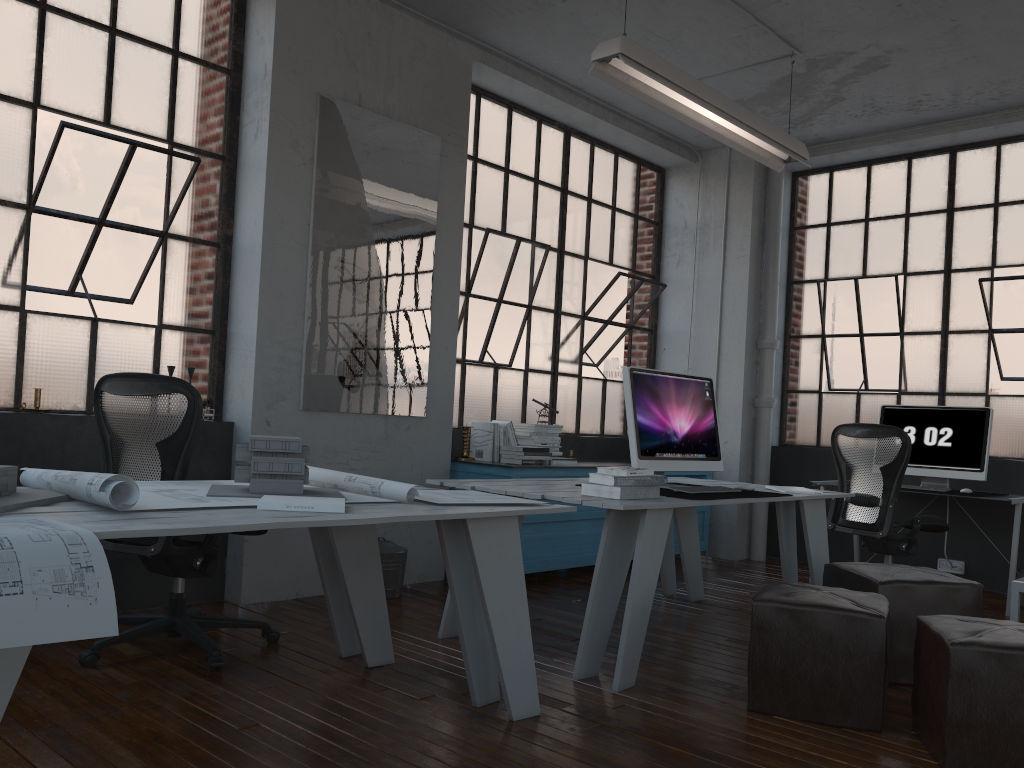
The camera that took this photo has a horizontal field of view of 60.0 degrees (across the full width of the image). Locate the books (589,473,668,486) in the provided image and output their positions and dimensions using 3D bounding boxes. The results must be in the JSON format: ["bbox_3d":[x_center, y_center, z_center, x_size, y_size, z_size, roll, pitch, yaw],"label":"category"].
[{"bbox_3d":[0.470,0.387,3.603,0.257,0.044,0.193,4,-3,-27],"label":"books"}]

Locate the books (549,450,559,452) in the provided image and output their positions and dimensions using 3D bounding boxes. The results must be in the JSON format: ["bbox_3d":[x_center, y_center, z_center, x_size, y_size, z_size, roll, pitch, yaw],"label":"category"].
[{"bbox_3d":[0.174,0.442,5.931,0.160,0.013,0.254,1,-3,43],"label":"books"}]

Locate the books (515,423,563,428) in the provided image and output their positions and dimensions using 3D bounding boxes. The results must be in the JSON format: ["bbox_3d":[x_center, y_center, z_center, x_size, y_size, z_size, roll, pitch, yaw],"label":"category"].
[{"bbox_3d":[0.181,0.276,5.913,0.182,0.016,0.289,1,-3,43],"label":"books"}]

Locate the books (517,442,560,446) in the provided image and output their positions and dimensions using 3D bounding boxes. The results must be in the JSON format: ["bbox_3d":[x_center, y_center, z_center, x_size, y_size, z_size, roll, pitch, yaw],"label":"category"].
[{"bbox_3d":[0.166,0.400,5.920,0.159,0.012,0.285,1,-3,43],"label":"books"}]

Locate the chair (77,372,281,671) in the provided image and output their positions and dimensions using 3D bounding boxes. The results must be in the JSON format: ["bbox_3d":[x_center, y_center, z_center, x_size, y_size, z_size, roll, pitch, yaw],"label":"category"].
[{"bbox_3d":[-1.358,0.513,3.572,0.770,1.085,0.793,3,-2,12],"label":"chair"}]

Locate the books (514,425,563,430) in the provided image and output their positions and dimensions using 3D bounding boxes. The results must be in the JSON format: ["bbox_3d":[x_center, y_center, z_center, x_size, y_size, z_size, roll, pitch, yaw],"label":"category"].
[{"bbox_3d":[0.176,0.293,5.924,0.182,0.016,0.289,1,-3,43],"label":"books"}]

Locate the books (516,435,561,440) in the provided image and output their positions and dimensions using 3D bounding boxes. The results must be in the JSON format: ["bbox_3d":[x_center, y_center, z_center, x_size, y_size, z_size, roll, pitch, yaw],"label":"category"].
[{"bbox_3d":[0.163,0.357,5.939,0.182,0.016,0.289,1,-3,43],"label":"books"}]

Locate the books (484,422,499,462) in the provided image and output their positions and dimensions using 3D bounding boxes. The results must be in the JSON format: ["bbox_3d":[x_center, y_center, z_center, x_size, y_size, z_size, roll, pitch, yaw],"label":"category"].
[{"bbox_3d":[-0.154,0.363,5.577,0.172,0.241,0.053,2,-2,43],"label":"books"}]

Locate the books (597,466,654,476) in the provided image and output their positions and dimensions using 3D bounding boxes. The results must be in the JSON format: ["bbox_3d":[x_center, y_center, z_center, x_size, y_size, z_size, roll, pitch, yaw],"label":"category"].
[{"bbox_3d":[0.462,0.356,3.615,0.153,0.030,0.185,1,-3,44],"label":"books"}]

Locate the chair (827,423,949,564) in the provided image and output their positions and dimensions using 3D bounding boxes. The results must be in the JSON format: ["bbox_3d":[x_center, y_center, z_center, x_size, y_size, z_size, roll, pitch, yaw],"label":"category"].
[{"bbox_3d":[2.308,0.796,5.489,0.793,1.085,0.770,4,-2,-43],"label":"chair"}]

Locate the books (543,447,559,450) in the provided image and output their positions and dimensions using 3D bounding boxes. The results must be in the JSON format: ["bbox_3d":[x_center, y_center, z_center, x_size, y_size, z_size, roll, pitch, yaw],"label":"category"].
[{"bbox_3d":[0.152,0.427,5.929,0.182,0.016,0.289,1,-3,43],"label":"books"}]

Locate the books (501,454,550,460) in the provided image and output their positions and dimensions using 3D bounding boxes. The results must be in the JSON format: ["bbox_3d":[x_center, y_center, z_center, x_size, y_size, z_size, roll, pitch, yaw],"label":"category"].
[{"bbox_3d":[0.085,0.452,5.507,0.191,0.023,0.242,1,-3,41],"label":"books"}]

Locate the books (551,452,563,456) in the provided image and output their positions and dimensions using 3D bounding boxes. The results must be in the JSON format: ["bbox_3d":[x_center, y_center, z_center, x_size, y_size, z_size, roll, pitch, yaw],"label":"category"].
[{"bbox_3d":[0.165,0.459,5.922,0.176,0.025,0.331,1,-3,43],"label":"books"}]

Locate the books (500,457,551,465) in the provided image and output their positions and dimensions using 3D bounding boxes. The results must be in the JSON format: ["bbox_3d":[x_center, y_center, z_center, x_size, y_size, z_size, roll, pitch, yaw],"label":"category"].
[{"bbox_3d":[0.084,0.481,5.517,0.259,0.032,0.191,6,-3,-45],"label":"books"}]

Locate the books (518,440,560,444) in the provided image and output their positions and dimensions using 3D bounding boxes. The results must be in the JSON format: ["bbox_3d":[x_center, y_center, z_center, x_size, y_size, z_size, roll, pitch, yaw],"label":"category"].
[{"bbox_3d":[0.179,0.389,5.924,0.160,0.012,0.254,1,-3,43],"label":"books"}]

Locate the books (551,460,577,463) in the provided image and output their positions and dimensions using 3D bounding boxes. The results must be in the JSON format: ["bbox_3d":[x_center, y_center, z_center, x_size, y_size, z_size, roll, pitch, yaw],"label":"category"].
[{"bbox_3d":[0.271,0.494,5.711,0.187,0.014,0.248,1,-3,41],"label":"books"}]

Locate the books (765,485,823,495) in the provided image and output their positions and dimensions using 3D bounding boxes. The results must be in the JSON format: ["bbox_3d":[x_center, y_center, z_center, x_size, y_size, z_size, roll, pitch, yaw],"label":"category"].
[{"bbox_3d":[1.451,0.546,4.567,0.205,0.019,0.243,3,-3,-7],"label":"books"}]

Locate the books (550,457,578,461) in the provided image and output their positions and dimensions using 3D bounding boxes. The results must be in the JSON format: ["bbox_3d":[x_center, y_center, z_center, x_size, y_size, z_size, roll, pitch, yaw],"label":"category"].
[{"bbox_3d":[0.268,0.482,5.717,0.202,0.012,0.251,1,-4,45],"label":"books"}]

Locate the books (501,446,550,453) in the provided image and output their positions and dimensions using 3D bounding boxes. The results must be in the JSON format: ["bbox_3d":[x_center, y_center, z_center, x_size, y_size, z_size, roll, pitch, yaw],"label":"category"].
[{"bbox_3d":[0.083,0.404,5.511,0.240,0.028,0.190,6,-3,-45],"label":"books"}]

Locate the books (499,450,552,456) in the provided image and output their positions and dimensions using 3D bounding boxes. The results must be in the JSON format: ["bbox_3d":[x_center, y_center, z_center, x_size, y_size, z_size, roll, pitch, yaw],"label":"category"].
[{"bbox_3d":[0.085,0.430,5.519,0.211,0.023,0.259,1,-3,43],"label":"books"}]

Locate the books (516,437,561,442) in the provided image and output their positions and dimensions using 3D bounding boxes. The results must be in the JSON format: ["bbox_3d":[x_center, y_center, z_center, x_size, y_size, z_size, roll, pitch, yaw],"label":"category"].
[{"bbox_3d":[0.178,0.374,5.935,0.167,0.017,0.263,1,-3,43],"label":"books"}]

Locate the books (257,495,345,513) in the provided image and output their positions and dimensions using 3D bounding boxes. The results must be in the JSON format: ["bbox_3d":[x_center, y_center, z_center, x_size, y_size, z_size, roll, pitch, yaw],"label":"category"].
[{"bbox_3d":[-0.598,0.343,2.538,0.235,0.024,0.200,4,-3,-11],"label":"books"}]

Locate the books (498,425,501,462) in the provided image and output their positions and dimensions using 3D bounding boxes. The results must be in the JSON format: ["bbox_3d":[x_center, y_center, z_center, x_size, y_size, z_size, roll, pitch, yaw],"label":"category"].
[{"bbox_3d":[-0.135,0.375,5.601,0.152,0.239,0.045,2,-2,43],"label":"books"}]

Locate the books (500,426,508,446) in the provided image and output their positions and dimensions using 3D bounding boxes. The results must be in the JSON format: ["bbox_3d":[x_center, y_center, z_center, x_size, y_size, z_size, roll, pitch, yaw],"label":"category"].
[{"bbox_3d":[-0.091,0.375,5.646,0.160,0.224,0.065,2,-2,43],"label":"books"}]

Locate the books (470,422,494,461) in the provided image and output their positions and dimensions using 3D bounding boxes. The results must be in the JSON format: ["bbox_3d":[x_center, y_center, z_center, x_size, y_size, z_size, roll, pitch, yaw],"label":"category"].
[{"bbox_3d":[-0.190,0.360,5.554,0.172,0.239,0.032,2,-2,43],"label":"books"}]

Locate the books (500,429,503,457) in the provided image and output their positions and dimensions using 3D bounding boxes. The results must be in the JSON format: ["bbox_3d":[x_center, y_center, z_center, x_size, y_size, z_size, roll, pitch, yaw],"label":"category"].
[{"bbox_3d":[-0.121,0.393,5.622,0.160,0.224,0.046,2,-2,43],"label":"books"}]

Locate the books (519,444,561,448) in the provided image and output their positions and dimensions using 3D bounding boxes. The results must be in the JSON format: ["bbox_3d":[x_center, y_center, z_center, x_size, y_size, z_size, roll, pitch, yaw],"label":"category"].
[{"bbox_3d":[0.187,0.414,5.930,0.160,0.013,0.256,1,-3,43],"label":"books"}]

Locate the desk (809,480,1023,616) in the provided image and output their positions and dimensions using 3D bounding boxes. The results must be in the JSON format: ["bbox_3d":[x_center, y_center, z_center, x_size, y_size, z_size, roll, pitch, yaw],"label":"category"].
[{"bbox_3d":[2.742,1.036,5.875,1.226,0.688,0.934,1,-3,43],"label":"desk"}]

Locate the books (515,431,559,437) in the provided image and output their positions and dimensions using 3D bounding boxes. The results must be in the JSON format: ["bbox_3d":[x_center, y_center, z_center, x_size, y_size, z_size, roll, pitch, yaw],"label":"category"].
[{"bbox_3d":[0.149,0.333,5.921,0.180,0.028,0.296,1,-3,43],"label":"books"}]

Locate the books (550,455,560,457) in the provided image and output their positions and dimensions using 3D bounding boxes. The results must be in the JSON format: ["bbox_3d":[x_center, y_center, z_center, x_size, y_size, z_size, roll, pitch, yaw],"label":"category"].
[{"bbox_3d":[0.169,0.479,5.913,0.159,0.012,0.285,1,-3,43],"label":"books"}]

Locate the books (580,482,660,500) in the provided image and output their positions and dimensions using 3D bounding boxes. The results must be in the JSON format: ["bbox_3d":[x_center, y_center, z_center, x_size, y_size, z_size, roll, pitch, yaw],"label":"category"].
[{"bbox_3d":[0.441,0.433,3.608,0.200,0.050,0.272,1,-3,43],"label":"books"}]

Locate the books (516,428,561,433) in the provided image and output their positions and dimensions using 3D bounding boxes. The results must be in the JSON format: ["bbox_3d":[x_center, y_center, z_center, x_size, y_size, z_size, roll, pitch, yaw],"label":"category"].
[{"bbox_3d":[0.176,0.311,5.926,0.174,0.021,0.273,1,-3,43],"label":"books"}]

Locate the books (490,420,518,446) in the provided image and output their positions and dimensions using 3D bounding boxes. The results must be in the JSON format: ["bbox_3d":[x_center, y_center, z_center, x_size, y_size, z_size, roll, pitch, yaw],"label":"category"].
[{"bbox_3d":[-0.045,0.377,5.701,0.176,0.284,0.170,2,-2,43],"label":"books"}]
